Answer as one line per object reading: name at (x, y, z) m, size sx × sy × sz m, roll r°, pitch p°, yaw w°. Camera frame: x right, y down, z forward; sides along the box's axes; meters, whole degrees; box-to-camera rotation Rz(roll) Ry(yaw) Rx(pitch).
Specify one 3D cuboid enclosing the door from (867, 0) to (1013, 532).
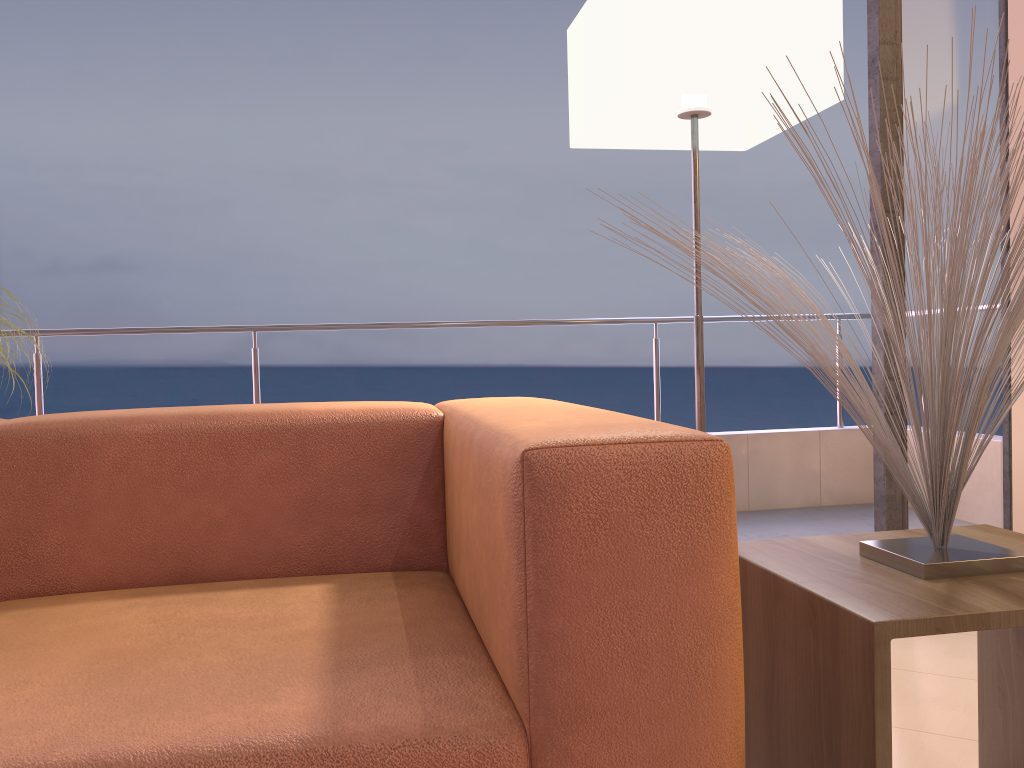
door at (1.224, -0.444, 2.456) m, size 0.480 × 2.160 × 0.056 m, roll -2°, pitch 2°, yaw -11°

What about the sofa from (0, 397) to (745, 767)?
sofa at (-1.180, 0.406, 1.120) m, size 2.781 × 0.672 × 0.943 m, roll -2°, pitch 2°, yaw -11°

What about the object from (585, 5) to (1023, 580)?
object at (0.552, -0.080, 1.260) m, size 0.703 × 0.634 × 0.700 m, roll 0°, pitch 2°, yaw 36°

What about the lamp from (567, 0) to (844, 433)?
lamp at (0.413, -0.125, 1.962) m, size 0.454 × 1.578 × 0.454 m, roll -2°, pitch 2°, yaw -11°

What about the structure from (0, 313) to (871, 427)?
structure at (-0.031, 0.015, 3.097) m, size 4.176 × 0.541 × 1.663 m, roll -2°, pitch 2°, yaw -11°

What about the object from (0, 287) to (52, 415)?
object at (-1.494, 0.174, 2.118) m, size 0.703 × 1.088 × 0.729 m, roll -3°, pitch 2°, yaw -42°

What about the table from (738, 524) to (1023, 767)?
table at (0.581, 0.457, 1.192) m, size 0.469 × 0.436 × 0.415 m, roll -2°, pitch 2°, yaw -11°
